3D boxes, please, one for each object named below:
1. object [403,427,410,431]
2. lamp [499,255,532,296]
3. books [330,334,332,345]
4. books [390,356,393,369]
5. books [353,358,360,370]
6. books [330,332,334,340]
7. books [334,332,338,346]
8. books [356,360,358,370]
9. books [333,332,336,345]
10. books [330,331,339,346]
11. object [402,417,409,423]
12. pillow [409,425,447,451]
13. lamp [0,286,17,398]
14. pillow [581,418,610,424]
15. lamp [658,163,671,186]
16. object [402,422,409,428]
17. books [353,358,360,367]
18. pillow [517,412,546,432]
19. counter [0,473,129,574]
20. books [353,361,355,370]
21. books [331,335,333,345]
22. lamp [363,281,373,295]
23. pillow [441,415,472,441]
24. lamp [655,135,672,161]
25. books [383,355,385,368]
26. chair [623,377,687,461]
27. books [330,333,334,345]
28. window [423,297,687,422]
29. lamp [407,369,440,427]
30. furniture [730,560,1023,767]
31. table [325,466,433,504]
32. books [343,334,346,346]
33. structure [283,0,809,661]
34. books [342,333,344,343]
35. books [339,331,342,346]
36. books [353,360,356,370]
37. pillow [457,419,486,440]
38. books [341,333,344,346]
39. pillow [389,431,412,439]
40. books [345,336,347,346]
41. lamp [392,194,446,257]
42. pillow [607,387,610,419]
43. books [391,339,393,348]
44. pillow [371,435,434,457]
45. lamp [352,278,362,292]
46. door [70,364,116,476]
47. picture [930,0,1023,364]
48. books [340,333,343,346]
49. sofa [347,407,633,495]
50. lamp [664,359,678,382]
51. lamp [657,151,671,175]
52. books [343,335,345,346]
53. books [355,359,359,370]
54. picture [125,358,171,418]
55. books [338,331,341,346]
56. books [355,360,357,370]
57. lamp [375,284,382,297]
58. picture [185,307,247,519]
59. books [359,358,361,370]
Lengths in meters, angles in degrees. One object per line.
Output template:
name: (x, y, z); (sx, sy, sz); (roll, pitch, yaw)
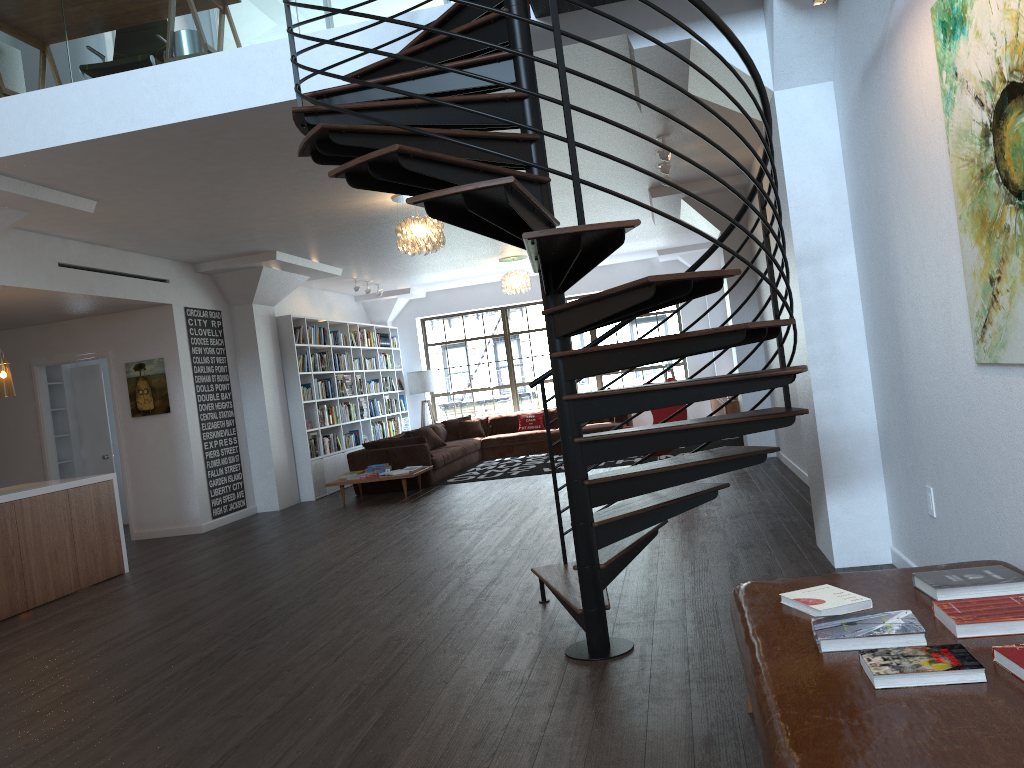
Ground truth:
object: (-2.006, 0.830, 15.639); (0.331, 0.088, 0.410); (-7, 0, 10)
lamp: (0.048, -1.588, 13.065); (0.442, 0.539, 0.441); (-8, 0, -37)
books: (-2.665, -0.627, 12.785); (0.126, 0.173, 0.032); (-7, 0, 10)
books: (-2.168, -0.358, 15.381); (0.168, 0.231, 0.037); (-7, 0, 10)
books: (-2.444, -0.295, 13.769); (0.139, 0.191, 0.036); (-7, 0, 10)
books: (-2.659, -0.643, 12.873); (0.146, 0.202, 0.027); (-7, 0, 10)
books: (-2.635, -0.647, 12.980); (0.146, 0.202, 0.027); (-7, 0, 10)
books: (-2.450, -0.284, 13.713); (0.126, 0.173, 0.032); (-7, 0, 10)
books: (-2.645, -0.645, 12.898); (0.146, 0.202, 0.027); (-7, 0, 10)
books: (-2.626, -0.663, 13.064); (0.140, 0.231, 0.042); (-7, 0, 10)
object: (-2.036, 0.657, 15.639); (0.316, 0.088, 0.410); (-7, 0, 10)
pillow: (-1.271, 0.827, 13.290); (0.325, 0.391, 0.625); (-7, 0, 27)
lamp: (-4.161, -0.338, 7.196); (0.149, 0.900, 0.149); (-8, 0, -35)
pillow: (1.348, 0.464, 14.377); (0.542, 0.362, 0.248); (-7, 0, 31)
lamp: (1.405, -1.917, 8.135); (0.111, 0.211, 0.120); (-7, 0, 45)
object: (-2.017, 0.743, 15.638); (0.331, 0.088, 0.410); (-7, 0, 10)
books: (-2.444, -0.300, 13.802); (0.146, 0.202, 0.027); (-7, 0, 10)
pillow: (0.318, 0.632, 14.689); (0.465, 0.308, 0.220); (-7, 0, 6)
counter: (-3.581, 1.234, 3.661); (3.039, 0.860, 8.182); (-7, 0, -19)
books: (-2.468, -0.272, 13.576); (0.110, 0.153, 0.019); (-7, 0, 10)
books: (-2.660, -0.631, 12.811); (0.128, 0.178, 0.021); (-7, 0, 10)
lamp: (-2.200, -1.470, 13.549); (0.120, 0.211, 0.111); (-8, 0, -30)
pillow: (-0.867, 0.751, 14.860); (0.580, 0.418, 0.334); (-7, 0, -17)
lamp: (1.223, -1.889, 7.127); (0.120, 0.211, 0.111); (-7, 0, -15)
books: (-2.237, -0.358, 14.938); (0.183, 0.253, 0.034); (-7, 0, 10)
chair: (1.641, 0.454, 10.241); (0.801, 1.006, 0.798); (-7, 0, 36)
books: (-2.658, -0.638, 12.840); (0.139, 0.191, 0.036); (-7, 0, 10)
window: (0.728, -0.533, 16.046); (4.648, 1.905, 0.114); (-7, 0, 10)
lamp: (-1.509, 0.551, 15.859); (0.545, 1.579, 0.545); (-7, 0, -1)
furniture: (1.049, 0.843, 2.105); (0.907, 0.453, 1.819); (-7, 0, 10)
table: (-1.591, 1.242, 10.839); (1.100, 0.271, 0.853); (-7, 0, 10)
books: (-2.576, -0.647, 13.341); (0.134, 0.184, 0.030); (-7, 0, 10)
structure: (0.098, -1.006, 3.841); (1.998, 4.352, 1.998); (-8, 0, -29)
books: (-2.587, -0.653, 13.273); (0.127, 0.200, 0.020); (-7, 0, 10)
books: (-2.610, -0.666, 13.160); (0.140, 0.231, 0.042); (-7, 0, 10)
books: (-2.465, -0.278, 13.614); (0.120, 0.167, 0.020); (-7, 0, 10)
pillow: (-0.695, 0.748, 14.731); (0.489, 0.337, 0.238); (-8, 0, -20)
books: (-2.592, -0.651, 13.240); (0.136, 0.196, 0.045); (-7, 0, 10)
pillow: (-1.421, 0.830, 11.865); (0.269, 0.411, 0.559); (-8, 0, -34)
books: (-2.557, -0.643, 13.383); (0.109, 0.171, 0.018); (-7, 0, 10)
lamp: (-0.848, -1.450, 8.086); (0.442, 0.539, 0.441); (-8, 0, -37)
pillow: (1.568, 0.352, 14.502); (0.651, 0.587, 0.335); (-7, 0, -11)
books: (-2.157, -0.702, 15.524); (0.120, 0.167, 0.020); (-7, 0, 10)
pillow: (-1.426, 0.874, 11.597); (0.750, 0.364, 0.289); (-7, 0, 10)
lamp: (-2.290, -1.456, 13.052); (0.111, 0.211, 0.120); (-7, 0, 45)
door: (-5.213, 0.816, 10.743); (0.826, 2.032, 0.174); (-7, 0, 10)
picture: (1.388, -0.649, 2.437); (0.010, 1.200, 1.095); (-7, 0, 10)
books: (-2.596, -0.648, 13.199); (0.139, 0.191, 0.036); (-7, 0, 10)
sofa: (-0.049, 0.833, 13.128); (3.481, 0.664, 4.197); (-7, 0, 10)
lamp: (2.680, 0.009, 14.984); (0.545, 1.579, 0.545); (-7, 0, 21)
lamp: (1.315, -1.903, 7.637); (0.120, 0.211, 0.111); (-8, 0, -30)
books: (-2.576, -0.644, 13.292); (0.128, 0.178, 0.022); (-7, 0, 10)
books: (-2.445, -0.288, 13.740); (0.128, 0.178, 0.021); (-7, 0, 10)
picture: (-3.968, 0.042, 9.656); (0.450, 0.600, 0.030); (-7, 0, 10)
books: (-2.622, -0.662, 13.113); (0.158, 0.226, 0.052); (-7, 0, 10)
books: (-2.450, -0.281, 13.663); (0.107, 0.167, 0.017); (-7, 0, 10)
lamp: (-2.107, -1.484, 14.060); (0.120, 0.211, 0.111); (-7, 0, -15)
picture: (-3.398, 0.314, 10.222); (0.021, 2.380, 0.800); (-7, 0, 11)
books: (-2.431, -0.302, 13.827); (0.146, 0.202, 0.027); (-7, 0, 10)
